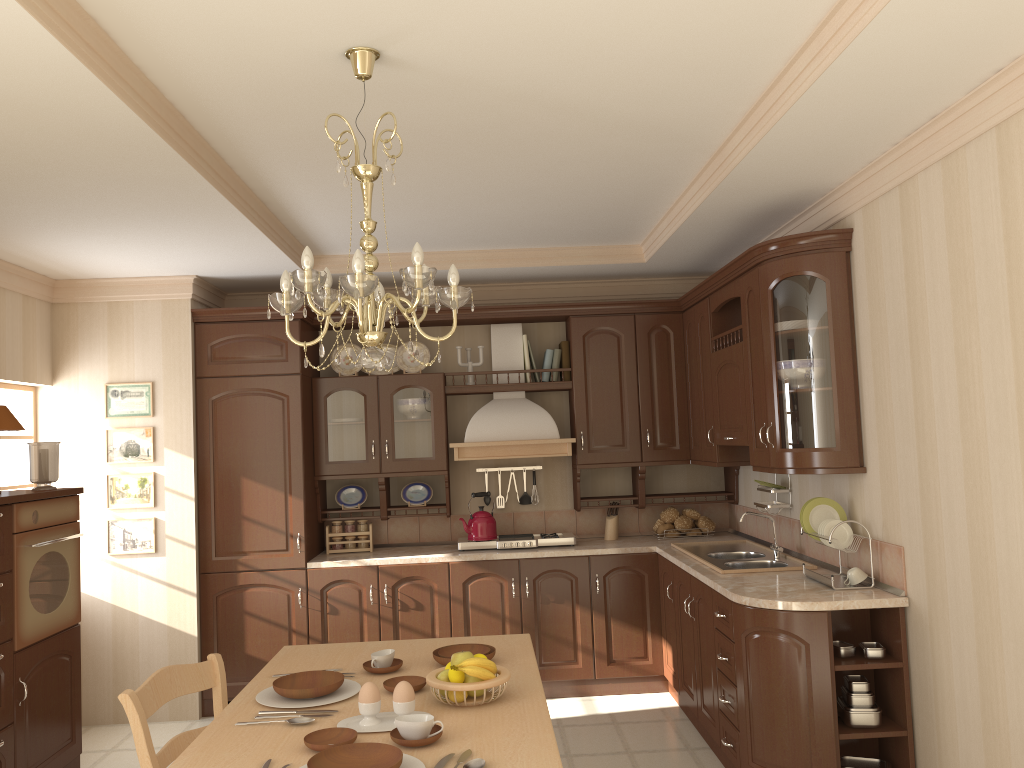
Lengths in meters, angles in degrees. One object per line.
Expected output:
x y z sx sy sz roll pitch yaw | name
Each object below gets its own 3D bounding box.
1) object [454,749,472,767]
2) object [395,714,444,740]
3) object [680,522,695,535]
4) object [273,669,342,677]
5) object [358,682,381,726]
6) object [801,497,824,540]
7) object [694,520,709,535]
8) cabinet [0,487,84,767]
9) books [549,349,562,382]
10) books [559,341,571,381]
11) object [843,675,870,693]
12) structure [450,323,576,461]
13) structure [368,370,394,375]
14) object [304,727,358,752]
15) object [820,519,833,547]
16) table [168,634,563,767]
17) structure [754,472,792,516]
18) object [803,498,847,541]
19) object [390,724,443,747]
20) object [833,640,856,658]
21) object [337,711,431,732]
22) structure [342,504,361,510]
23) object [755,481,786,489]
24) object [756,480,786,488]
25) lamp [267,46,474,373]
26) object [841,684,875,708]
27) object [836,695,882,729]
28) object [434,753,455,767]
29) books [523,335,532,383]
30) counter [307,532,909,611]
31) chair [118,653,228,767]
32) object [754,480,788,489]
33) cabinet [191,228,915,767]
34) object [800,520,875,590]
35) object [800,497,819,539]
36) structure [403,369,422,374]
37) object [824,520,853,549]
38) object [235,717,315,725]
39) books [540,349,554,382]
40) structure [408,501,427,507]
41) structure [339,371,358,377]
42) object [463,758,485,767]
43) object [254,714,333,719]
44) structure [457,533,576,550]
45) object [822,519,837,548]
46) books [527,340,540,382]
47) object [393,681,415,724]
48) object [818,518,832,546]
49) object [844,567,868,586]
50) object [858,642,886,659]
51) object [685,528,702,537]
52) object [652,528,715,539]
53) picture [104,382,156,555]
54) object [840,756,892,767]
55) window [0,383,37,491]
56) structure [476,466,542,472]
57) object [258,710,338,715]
-0.121 0.844 1.959 0.022 0.004 0.216 -3 -4 13 | object
-0.222 0.832 2.132 0.119 0.055 0.063 -3 -4 12 | object
1.100 0.906 5.582 0.114 0.094 0.098 -1 -4 -22 | object
-0.650 0.920 2.824 0.218 0.004 0.028 -2 -4 -12 | object
-0.368 0.824 2.295 0.058 0.104 0.058 -1 -4 -24 | object
1.351 0.588 3.848 0.193 0.188 0.047 -2 -3 -1 | object
1.192 0.900 5.576 0.091 0.100 0.125 -2 -4 -7 | object
-2.235 1.129 3.450 0.538 1.349 1.513 -2 -3 -2 | cabinet
0.273 -0.112 5.648 0.080 0.209 0.205 -2 -3 -2 | books
0.337 -0.137 5.655 0.052 0.254 0.205 -2 -3 -2 | books
1.351 1.174 3.473 0.084 0.045 0.120 -3 -4 9 | object
-0.016 0.036 5.527 0.753 0.845 0.455 -2 -3 -2 | structure
-0.825 -0.109 5.599 0.154 0.126 0.080 -2 -3 -2 | structure
-0.434 0.856 2.124 0.126 0.026 0.127 -2 -4 -11 | object
1.355 0.628 3.725 0.123 0.119 0.034 -2 -3 0 | object
-0.341 1.274 2.446 0.900 0.774 1.567 -2 -3 -2 | table
1.372 0.509 4.702 0.131 0.361 0.256 -2 -3 -2 | structure
1.351 0.587 3.830 0.193 0.188 0.047 -2 -3 -1 | object
-0.229 0.848 2.132 0.126 0.026 0.127 -2 -4 -11 | object
1.294 1.046 3.497 0.084 0.045 0.120 -1 -4 -16 | object
-0.327 0.871 2.285 0.245 0.005 0.157 -2 -4 -5 | object
-1.004 0.719 5.545 0.110 0.126 0.080 -2 -3 -2 | structure
1.358 0.530 4.657 0.167 0.051 0.174 -2 -3 -2 | object
1.359 0.524 4.657 0.167 0.051 0.174 -2 -3 -2 | object
-0.407 -0.532 2.493 0.501 0.982 0.502 0 -4 -32 | lamp
1.353 1.221 3.470 0.106 0.057 0.152 -3 -4 9 | object
1.356 1.280 3.467 0.145 0.077 0.208 -3 -4 9 | object
-0.166 0.843 1.930 0.023 0.008 0.221 -3 -4 13 | object
0.093 -0.153 5.653 0.042 0.305 0.194 -2 -3 -2 | books
0.150 0.948 4.495 2.603 0.034 2.422 -2 -3 -2 | counter
-0.796 1.270 2.612 0.517 0.846 0.462 -3 -4 15 | chair
1.359 0.527 4.657 0.167 0.051 0.174 -2 -3 -2 | object
-0.165 0.624 4.516 3.226 2.313 2.436 -2 -3 -2 | cabinet
1.357 0.695 3.723 0.172 0.275 0.359 -2 -3 -1 | object
1.351 0.589 3.867 0.193 0.188 0.047 -2 -3 -1 | object
-0.623 -0.121 5.551 0.110 0.126 0.080 -2 -3 -2 | structure
1.355 0.625 3.683 0.123 0.119 0.034 -2 -3 -2 | object
-0.621 0.884 2.320 0.219 0.011 0.047 -3 -4 7 | object
0.221 -0.109 5.655 0.086 0.209 0.205 -2 -3 -2 | books
-0.593 0.702 5.557 0.110 0.126 0.080 -2 -3 -2 | structure
-1.022 -0.105 5.537 0.110 0.126 0.080 -2 -3 -2 | structure
-0.098 0.835 1.874 0.047 0.011 0.219 -3 -4 14 | object
-0.582 0.889 2.371 0.216 0.004 0.022 -3 -3 3 | object
0.027 0.952 5.384 0.710 0.054 0.325 -2 -3 -2 | structure
1.355 0.627 3.704 0.123 0.119 0.034 -2 -3 -2 | object
0.133 -0.136 5.660 0.068 0.271 0.194 -2 -3 -2 | books
-0.279 0.819 2.290 0.058 0.104 0.058 -1 -4 -24 | object
1.354 0.629 3.746 0.123 0.119 0.034 -2 -3 -2 | object
1.405 0.783 3.610 0.085 0.072 0.073 0 -4 -38 | object
1.404 1.039 3.457 0.084 0.045 0.120 -3 -4 9 | object
1.132 0.924 5.528 0.103 0.060 0.105 -2 -4 -7 | object
1.070 0.928 5.550 0.364 0.060 0.199 -2 -3 -2 | object
-2.162 0.475 5.017 0.268 0.964 0.010 -2 -3 -2 | picture
1.367 1.513 3.453 0.208 0.077 0.145 -4 -4 23 | object
-2.690 0.542 4.616 0.050 1.100 0.765 -2 -3 -2 | window
-0.017 0.546 5.702 0.422 0.020 0.008 -2 -3 -2 | structure
-0.578 0.889 2.407 0.221 0.008 0.023 -3 -3 3 | object
